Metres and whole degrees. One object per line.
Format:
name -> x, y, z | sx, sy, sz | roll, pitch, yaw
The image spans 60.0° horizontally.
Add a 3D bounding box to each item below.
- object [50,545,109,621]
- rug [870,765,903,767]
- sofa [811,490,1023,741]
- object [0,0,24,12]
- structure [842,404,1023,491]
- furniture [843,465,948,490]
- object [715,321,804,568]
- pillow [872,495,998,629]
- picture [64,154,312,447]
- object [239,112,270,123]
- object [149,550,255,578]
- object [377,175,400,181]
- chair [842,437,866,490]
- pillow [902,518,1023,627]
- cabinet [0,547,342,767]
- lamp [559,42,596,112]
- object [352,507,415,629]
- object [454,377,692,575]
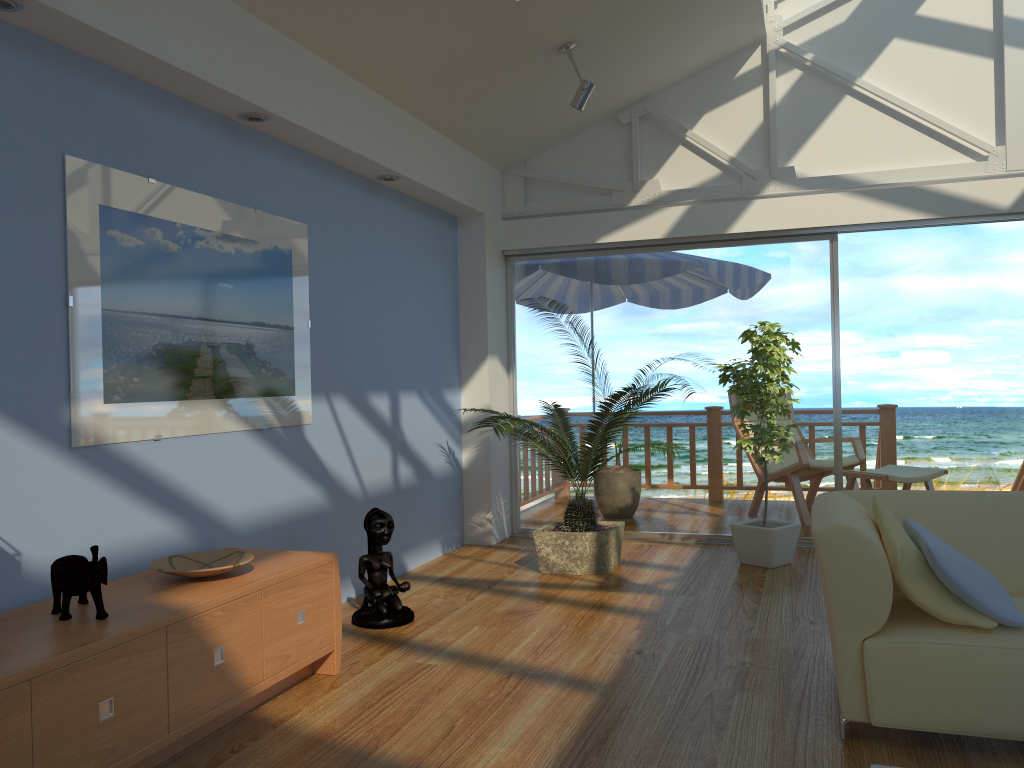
object -> -1.209, 0.543, 2.479 | 0.143, 0.222, 0.379 | -1, 0, -28
rug -> 1.757, 1.044, 1.449 | 2.100, 0.018, 1.400 | -1, 0, 19
sofa -> 2.187, 0.676, 2.640 | 2.448, 0.597, 0.950 | -1, 0, 19
object -> -1.450, -1.098, 2.509 | 0.122, 0.050, 0.122 | -1, 0, 2
structure -> 3.725, 1.039, 7.245 | 6.950, 2.064, 4.086 | -1, 0, 19
furniture -> 2.589, 0.796, 6.078 | 0.619, 0.427, 0.449 | -1, 0, -26
object -> 1.477, 0.335, 5.102 | 0.495, 1.409, 0.699 | -1, 0, -8
pillow -> 1.311, 0.541, 2.795 | 0.275, 0.312, 0.571 | -1, 0, 16
picture -> -1.188, -0.274, 3.508 | 0.005, 0.937, 1.419 | -1, 0, 19
object -> -1.058, -1.112, 3.644 | 0.122, 0.050, 0.122 | -1, 0, 2
object -> -1.045, 0.621, 2.998 | 0.337, 0.053, 0.337 | -1, 0, 20
object -> -0.666, -1.126, 4.778 | 0.122, 0.050, 0.122 | -1, 0, 2
chair -> 2.190, 0.525, 6.885 | 0.632, 0.982, 0.859 | -1, 0, -26
pillow -> 1.405, 0.576, 2.771 | 0.272, 0.244, 0.566 | -1, 0, 16
cabinet -> -1.196, 0.877, 2.558 | 0.500, 0.468, 1.911 | -1, 0, 19
lamp -> 0.353, -1.648, 4.771 | 0.194, 0.353, 0.125 | -1, 0, 1
object -> -0.600, 0.833, 4.090 | 0.291, 0.517, 0.292 | -1, 0, -36
object -> 0.314, 0.519, 5.182 | 1.413, 1.093, 1.488 | -1, 0, 1
